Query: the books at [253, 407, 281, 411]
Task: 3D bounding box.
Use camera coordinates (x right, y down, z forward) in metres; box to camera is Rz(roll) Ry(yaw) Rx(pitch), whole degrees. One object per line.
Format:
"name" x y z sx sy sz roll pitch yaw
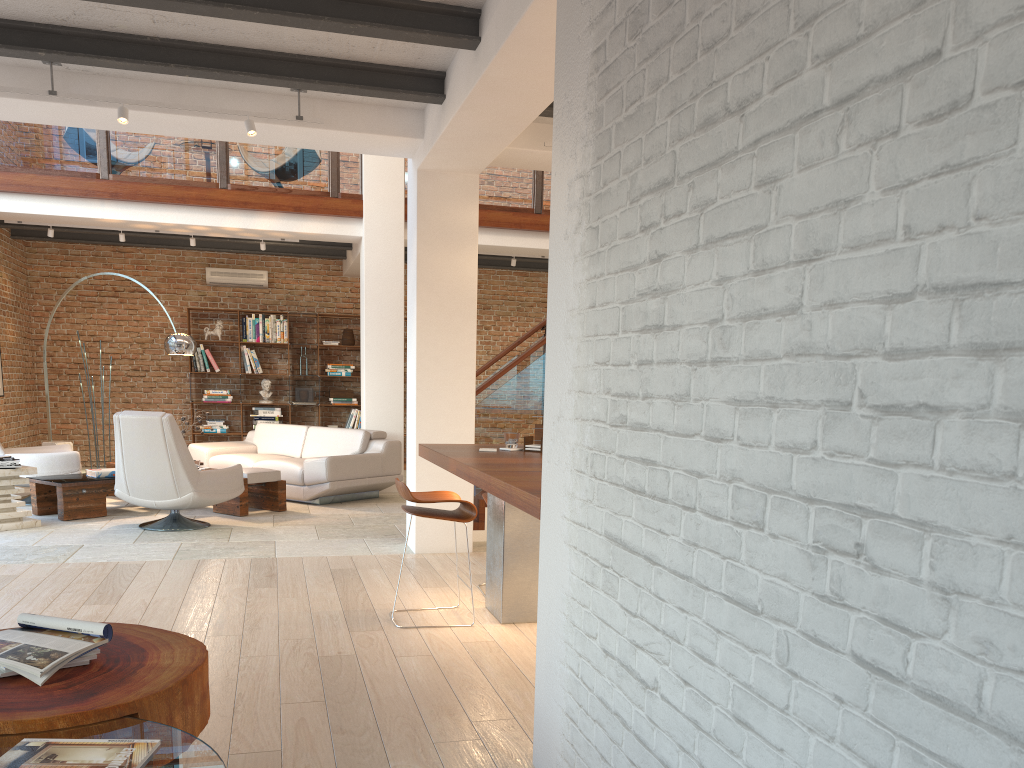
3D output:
"books" -3.477 0.351 12.361 0.380 0.037 0.240 1 0 -15

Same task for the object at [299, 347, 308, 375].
"object" -2.943 -0.325 12.319 0.121 0.408 0.060 -1 10 -12

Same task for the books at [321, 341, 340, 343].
"books" -2.581 -0.593 12.369 0.236 0.019 0.168 1 0 -22

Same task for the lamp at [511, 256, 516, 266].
"lamp" 0.020 -1.533 10.927 0.061 0.132 0.084 -1 7 -13

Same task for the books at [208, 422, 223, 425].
"books" -4.158 0.552 12.232 0.206 0.034 0.130 1 1 -15

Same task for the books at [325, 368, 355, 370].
"books" -2.473 -0.215 12.512 0.379 0.018 0.240 1 0 -22

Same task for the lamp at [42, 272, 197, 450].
"lamp" -4.226 0.012 9.372 2.023 2.404 0.312 4 10 20

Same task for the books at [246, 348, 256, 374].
"books" -3.642 -0.320 12.192 0.124 0.356 0.266 -1 7 -15

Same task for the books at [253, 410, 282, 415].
"books" -3.475 0.403 12.375 0.379 0.066 0.240 1 1 -21

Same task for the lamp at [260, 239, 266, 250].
"lamp" -2.900 -1.617 10.148 0.061 0.118 0.092 0 6 -9

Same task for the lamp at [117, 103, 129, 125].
"lamp" -2.301 -1.597 5.155 0.061 0.132 0.084 -1 7 -13

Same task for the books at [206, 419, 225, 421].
"books" -4.150 0.499 12.210 0.252 0.017 0.159 1 0 -15

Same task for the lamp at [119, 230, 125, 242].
"lamp" -4.359 -1.652 9.745 0.061 0.123 0.084 0 7 -13

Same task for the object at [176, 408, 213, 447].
"object" -3.230 0.523 8.662 0.537 0.620 0.312 -4 10 -44

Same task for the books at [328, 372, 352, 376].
"books" -2.470 -0.141 12.528 0.326 0.057 0.250 1 0 -5

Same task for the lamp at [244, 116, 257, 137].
"lamp" -1.604 -1.579 5.346 0.085 0.132 0.059 8 11 44

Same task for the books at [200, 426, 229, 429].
"books" -4.170 0.606 12.225 0.380 0.037 0.240 1 0 -15

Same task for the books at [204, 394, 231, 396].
"books" -4.107 0.152 12.159 0.355 0.021 0.267 1 0 -17

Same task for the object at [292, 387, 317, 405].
"object" -2.962 0.170 12.426 0.335 0.238 0.278 1 4 -15

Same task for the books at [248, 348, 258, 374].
"books" -3.624 -0.320 12.206 0.124 0.356 0.266 -1 7 -15

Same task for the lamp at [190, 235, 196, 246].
"lamp" -3.640 -1.629 9.939 0.061 0.132 0.084 -1 7 -13

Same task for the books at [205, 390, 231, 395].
"books" -4.097 0.114 12.152 0.326 0.056 0.250 1 0 -13

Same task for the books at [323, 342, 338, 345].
"books" -2.574 -0.566 12.368 0.206 0.034 0.130 1 1 -15

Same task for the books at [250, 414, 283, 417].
"books" -3.480 0.446 12.364 0.444 0.021 0.267 1 0 -15

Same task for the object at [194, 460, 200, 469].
"object" -3.043 0.779 8.385 0.090 0.086 0.090 5 6 34

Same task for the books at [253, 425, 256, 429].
"books" -3.488 0.606 12.407 0.362 0.056 0.278 1 0 -13

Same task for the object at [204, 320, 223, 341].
"object" -4.083 -0.738 11.941 0.252 0.289 0.127 1 9 -7

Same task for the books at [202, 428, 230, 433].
"books" -4.149 0.653 12.231 0.326 0.056 0.250 1 0 -5

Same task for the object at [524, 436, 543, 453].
"object" 0.138 0.332 4.812 0.114 0.084 0.093 4 5 30

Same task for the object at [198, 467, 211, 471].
"object" -3.049 0.816 8.475 0.270 0.035 0.246 1 0 -43

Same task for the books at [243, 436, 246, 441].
"books" -3.790 0.931 12.376 0.036 0.392 0.238 -1 8 -15

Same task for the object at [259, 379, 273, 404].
"object" -3.474 0.100 12.304 0.196 0.358 0.189 2 8 0

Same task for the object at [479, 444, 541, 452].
"object" 0.002 0.352 4.822 0.395 0.035 0.195 1 0 -11

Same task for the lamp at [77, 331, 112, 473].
"lamp" -5.323 0.252 11.170 0.413 1.861 0.196 -8 14 -44

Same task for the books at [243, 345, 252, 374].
"books" -3.691 -0.338 12.166 0.103 0.392 0.238 -1 8 -15

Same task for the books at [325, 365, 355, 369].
"books" -2.468 -0.243 12.499 0.379 0.037 0.240 1 0 -21

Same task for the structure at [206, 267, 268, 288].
"structure" -3.796 -1.466 12.055 0.812 0.224 0.196 1 6 -15

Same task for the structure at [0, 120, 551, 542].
"structure" 0.114 -0.797 6.269 10.153 4.221 13.620 1 1 -15

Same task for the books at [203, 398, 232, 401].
"books" -4.114 0.218 12.156 0.379 0.037 0.240 1 0 -20

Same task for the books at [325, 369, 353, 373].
"books" -2.491 -0.188 12.522 0.380 0.037 0.240 1 0 -15

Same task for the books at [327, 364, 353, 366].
"books" -2.475 -0.272 12.512 0.355 0.021 0.267 1 0 -17

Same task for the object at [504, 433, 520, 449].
"object" -0.002 0.315 4.848 0.091 0.086 0.089 1 5 0

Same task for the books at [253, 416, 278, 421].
"books" -3.494 0.484 12.354 0.326 0.056 0.250 1 0 -20

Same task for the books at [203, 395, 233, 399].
"books" -4.100 0.181 12.146 0.379 0.037 0.240 1 0 -21

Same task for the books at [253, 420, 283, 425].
"books" -3.472 0.546 12.383 0.379 0.066 0.240 1 1 -28

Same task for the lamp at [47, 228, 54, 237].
"lamp" -5.056 -1.666 9.555 0.085 0.132 0.059 8 11 44

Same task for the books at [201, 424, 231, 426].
"books" -4.151 0.579 12.215 0.379 0.018 0.240 1 0 -22

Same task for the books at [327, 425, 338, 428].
"books" -2.609 0.617 12.653 0.132 0.034 0.202 1 0 -20

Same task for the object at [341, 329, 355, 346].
"object" -2.332 -0.660 12.412 0.191 0.238 0.191 5 7 32

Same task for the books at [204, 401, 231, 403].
"books" -4.107 0.247 12.169 0.356 0.021 0.267 1 0 -15
